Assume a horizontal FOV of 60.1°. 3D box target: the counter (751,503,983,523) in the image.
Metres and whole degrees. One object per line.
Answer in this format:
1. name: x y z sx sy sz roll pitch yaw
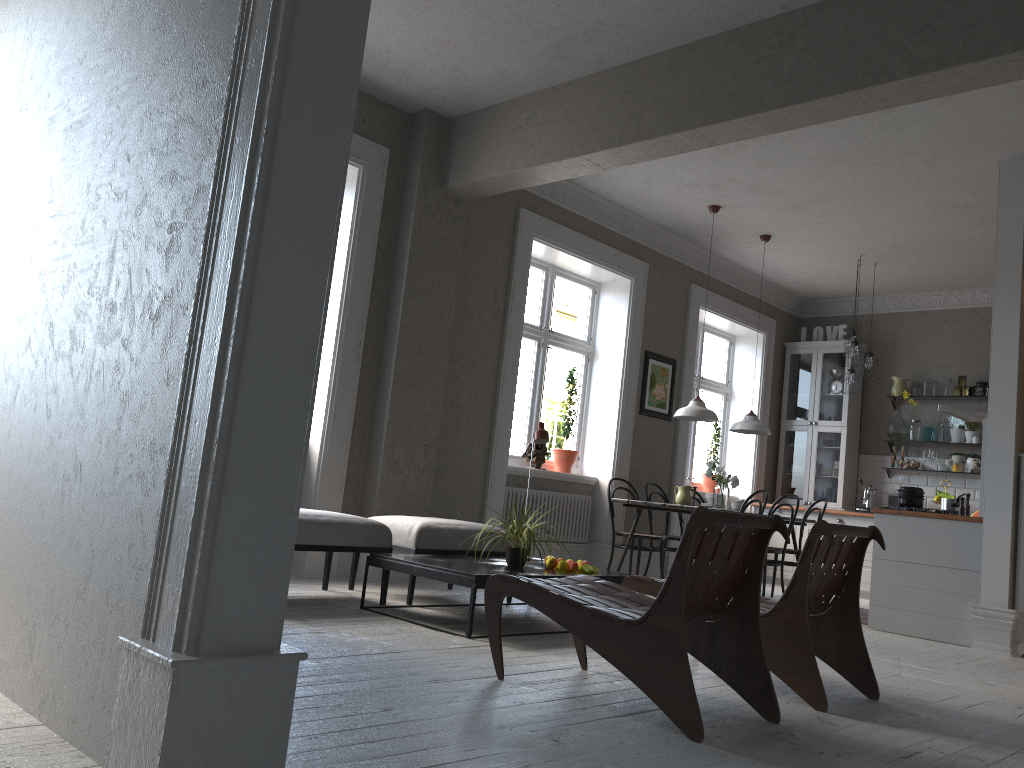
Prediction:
1. counter: 3.204 1.187 8.161 3.094 0.039 3.461 0 -10 44

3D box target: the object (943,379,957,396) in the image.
1. object: 4.663 0.053 9.424 0.139 0.220 0.140 6 -7 4

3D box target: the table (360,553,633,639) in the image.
1. table: -0.028 1.148 4.871 0.831 0.303 1.337 0 -10 44

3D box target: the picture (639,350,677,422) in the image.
1. picture: 1.425 0.026 8.600 0.019 0.620 0.532 0 -10 44

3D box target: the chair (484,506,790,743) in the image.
1. chair: 0.432 0.788 3.265 0.995 0.721 0.518 0 -10 44

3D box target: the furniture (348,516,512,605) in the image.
1. furniture: -0.471 1.077 5.497 0.571 0.476 0.845 0 -10 44

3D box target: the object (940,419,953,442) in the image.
1. object: 4.601 0.510 9.399 0.134 0.264 0.128 12 -9 -40

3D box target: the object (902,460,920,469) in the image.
1. object: 4.266 0.861 9.468 0.174 0.111 0.097 4 -8 21

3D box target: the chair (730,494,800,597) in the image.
1. chair: 2.087 1.364 7.406 0.447 0.921 0.537 12 -9 -38

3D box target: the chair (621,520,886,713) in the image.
1. chair: 1.033 0.927 3.886 0.995 0.721 0.518 0 -10 44

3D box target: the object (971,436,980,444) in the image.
1. object: 4.723 0.572 9.013 0.063 0.071 0.105 8 -7 -15

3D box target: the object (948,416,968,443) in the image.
1. object: 4.679 0.453 9.249 0.238 0.354 0.240 10 -8 -28

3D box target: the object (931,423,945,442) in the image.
1. object: 4.476 0.514 9.302 0.127 0.206 0.123 9 -8 -23

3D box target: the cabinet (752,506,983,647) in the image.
1. cabinet: 3.580 1.613 7.910 1.987 0.855 4.194 6 -7 1

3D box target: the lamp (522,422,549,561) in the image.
1. lamp: 0.108 0.648 5.378 0.139 0.840 0.249 8 -7 -10

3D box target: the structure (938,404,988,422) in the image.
1. structure: 4.072 -0.512 7.360 0.697 1.596 0.727 0 -10 44

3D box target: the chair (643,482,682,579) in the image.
1. chair: 1.456 1.375 8.065 0.537 0.921 0.447 0 -9 41

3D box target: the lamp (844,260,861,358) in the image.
1. lamp: 3.396 -1.124 8.706 0.144 1.736 0.149 2 -8 31

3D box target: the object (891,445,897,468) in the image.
1. object: 4.156 0.795 9.648 0.052 0.264 0.062 4 -7 15

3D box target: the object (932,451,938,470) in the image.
1. object: 4.455 0.812 9.350 0.080 0.217 0.083 2 -8 30

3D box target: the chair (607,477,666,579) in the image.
1. chair: 1.069 1.285 7.660 0.447 0.921 0.537 12 -9 -38

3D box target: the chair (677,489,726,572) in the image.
1. chair: 1.809 1.454 8.405 0.446 0.921 0.538 11 -8 -33

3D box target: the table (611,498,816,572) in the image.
1. table: 1.772 1.461 7.710 0.885 0.735 1.960 0 -10 44

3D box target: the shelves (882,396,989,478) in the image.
1. shelves: 4.584 0.596 9.265 1.288 0.924 0.233 0 -10 44

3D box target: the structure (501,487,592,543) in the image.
1. structure: 0.274 1.136 7.640 0.145 0.428 1.248 0 -9 42

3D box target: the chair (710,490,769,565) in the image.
1. chair: 1.716 1.277 7.016 0.537 0.921 0.447 0 -9 41

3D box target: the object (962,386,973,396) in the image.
1. object: 4.730 0.086 9.201 0.084 0.113 0.081 11 -9 -35

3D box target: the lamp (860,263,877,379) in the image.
1. lamp: 3.561 -0.921 8.723 0.144 1.736 0.149 2 -8 31

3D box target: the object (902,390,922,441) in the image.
1. object: 4.270 0.340 9.463 0.188 0.540 0.286 1 -9 36

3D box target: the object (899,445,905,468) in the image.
1. object: 4.219 0.792 9.565 0.062 0.264 0.053 8 -7 -10

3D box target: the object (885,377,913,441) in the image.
1. object: 4.185 0.281 9.622 0.331 0.675 0.341 5 -7 13

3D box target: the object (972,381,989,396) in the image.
1. object: 4.855 0.063 9.157 0.139 0.174 0.145 0 -10 44

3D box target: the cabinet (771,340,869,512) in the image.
1. cabinet: 3.518 0.491 10.118 0.860 1.922 0.396 0 -10 44

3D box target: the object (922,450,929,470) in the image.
1. object: 4.396 0.813 9.412 0.080 0.217 0.083 2 -8 30

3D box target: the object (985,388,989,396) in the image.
1. object: 4.861 0.085 9.005 0.091 0.096 0.076 -1 -10 45

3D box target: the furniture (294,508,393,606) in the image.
1. furniture: -1.161 0.916 4.783 0.571 0.476 0.845 0 -10 44

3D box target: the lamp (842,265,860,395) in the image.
1. lamp: 3.423 -0.762 8.825 0.145 1.736 0.148 5 -7 11

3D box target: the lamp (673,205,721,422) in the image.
1. lamp: 1.645 -0.617 7.536 0.382 1.859 0.377 7 -7 -8

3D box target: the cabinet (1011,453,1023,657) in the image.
1. cabinet: 3.588 1.117 5.609 0.652 1.298 0.392 0 -10 44

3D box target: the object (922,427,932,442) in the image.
1. object: 4.450 0.546 9.448 0.129 0.172 0.123 13 -9 -42

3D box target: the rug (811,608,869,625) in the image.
1. rug: 2.852 1.874 7.173 0.720 0.014 1.316 -1 -10 44

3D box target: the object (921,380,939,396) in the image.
1. object: 4.469 0.055 9.475 0.173 0.184 0.171 7 -7 -7

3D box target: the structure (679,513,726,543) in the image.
1. structure: 2.050 1.548 9.477 0.145 0.428 1.248 0 -9 42

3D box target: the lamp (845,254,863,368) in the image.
1. lamp: 3.338 -1.022 8.510 0.146 1.736 0.147 6 -7 1

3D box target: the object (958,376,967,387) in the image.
1. object: 4.699 -0.025 9.244 0.081 0.113 0.084 3 -8 24

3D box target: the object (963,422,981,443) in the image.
1. object: 4.738 0.432 9.123 0.183 0.380 0.170 6 -7 5

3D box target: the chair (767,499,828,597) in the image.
1. chair: 2.439 1.442 7.745 0.537 0.921 0.447 0 -9 41

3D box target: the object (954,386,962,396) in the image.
1. object: 4.671 0.087 9.263 0.081 0.113 0.084 0 -10 44

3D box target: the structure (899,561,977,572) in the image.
1. structure: 3.027 1.295 6.434 0.605 0.623 0.635 0 -10 44

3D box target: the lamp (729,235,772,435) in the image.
1. lamp: 2.272 -0.471 8.184 0.387 1.859 0.371 12 -9 -38

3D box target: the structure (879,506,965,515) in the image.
1. structure: 3.052 0.937 6.500 0.485 0.031 0.618 0 -10 44
